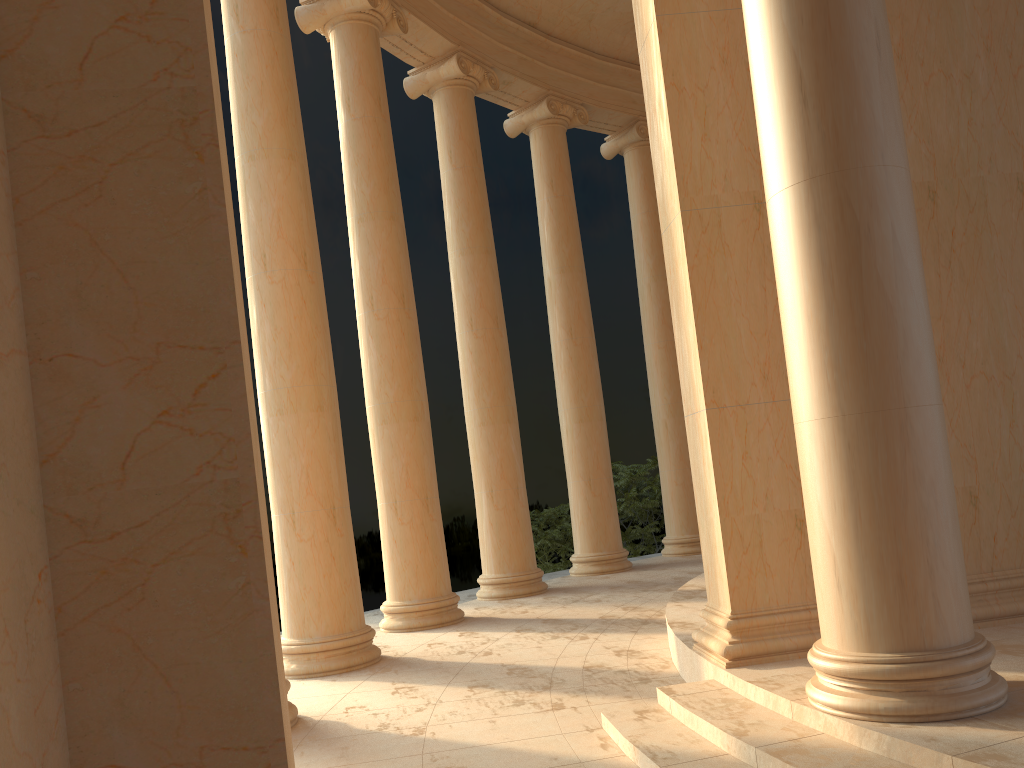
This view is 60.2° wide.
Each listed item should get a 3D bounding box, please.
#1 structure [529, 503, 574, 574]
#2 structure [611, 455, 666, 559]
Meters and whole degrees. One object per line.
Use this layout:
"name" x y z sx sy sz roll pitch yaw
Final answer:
"structure" 61.549 302.719 1513.290 149.437 187.736 156.048 -7 -4 7
"structure" 247.443 277.857 1600.097 247.054 298.552 238.655 -7 -4 -2
